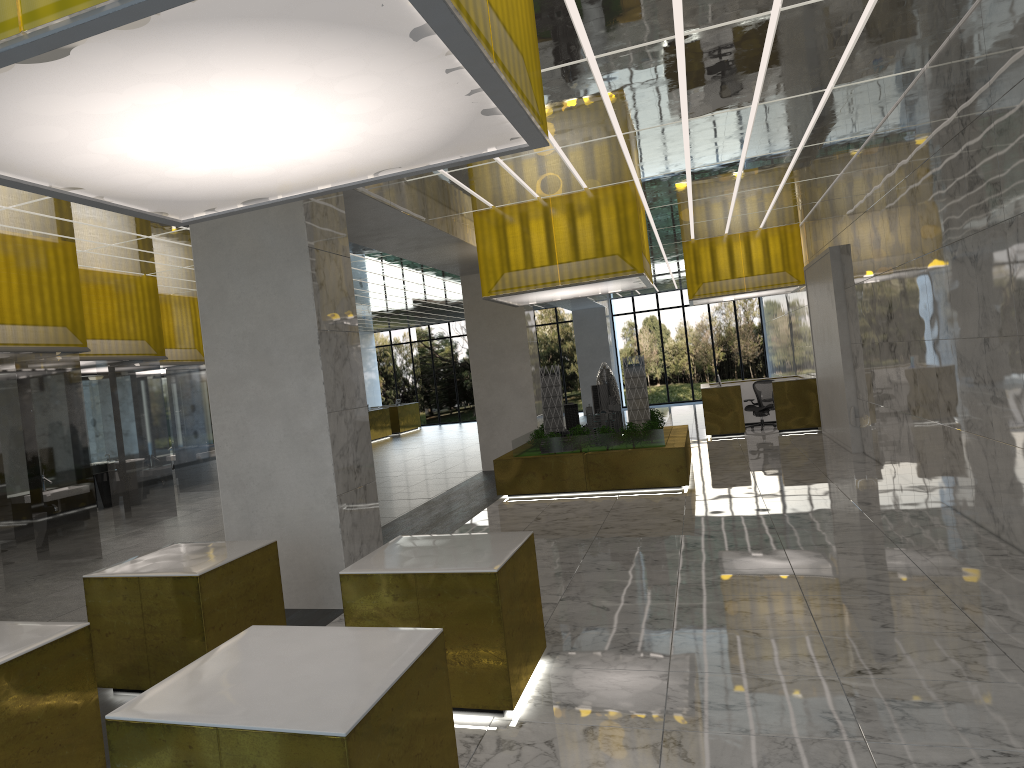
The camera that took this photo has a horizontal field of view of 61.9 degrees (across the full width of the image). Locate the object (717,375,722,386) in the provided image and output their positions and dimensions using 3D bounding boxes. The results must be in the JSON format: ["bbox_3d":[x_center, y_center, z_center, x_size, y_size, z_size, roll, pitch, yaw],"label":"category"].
[{"bbox_3d":[6.650,0.031,26.725,0.564,0.667,0.735,-6,1,16],"label":"object"}]

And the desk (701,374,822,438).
[{"bbox_3d":[7.573,0.657,26.350,3.299,1.508,3.412,-6,1,17],"label":"desk"}]

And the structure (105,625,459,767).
[{"bbox_3d":[-1.133,2.112,4.598,1.400,1.173,1.414,-6,1,18],"label":"structure"}]

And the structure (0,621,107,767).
[{"bbox_3d":[-3.759,2.389,5.712,1.400,1.173,1.414,-6,1,18],"label":"structure"}]

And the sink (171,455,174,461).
[{"bbox_3d":[-11.418,2.426,29.645,0.895,1.053,1.361,-6,1,16],"label":"sink"}]

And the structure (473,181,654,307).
[{"bbox_3d":[1.156,-3.057,18.155,3.340,2.269,3.177,-6,1,18],"label":"structure"}]

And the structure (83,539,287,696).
[{"bbox_3d":[-3.163,2.285,8.417,1.400,1.173,1.414,-6,1,18],"label":"structure"}]

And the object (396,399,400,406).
[{"bbox_3d":[-6.337,1.196,46.940,0.564,0.667,0.736,-6,1,16],"label":"object"}]

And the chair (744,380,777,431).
[{"bbox_3d":[7.665,0.644,26.160,1.196,1.493,0.965,-6,0,42],"label":"chair"}]

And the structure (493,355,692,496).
[{"bbox_3d":[1.916,0.752,19.363,3.965,2.571,5.049,-6,1,16],"label":"structure"}]

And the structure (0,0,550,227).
[{"bbox_3d":[-1.749,-2.549,4.979,3.339,2.269,3.177,-6,1,18],"label":"structure"}]

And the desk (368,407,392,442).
[{"bbox_3d":[-8.115,2.177,42.699,3.299,1.508,3.412,-6,1,17],"label":"desk"}]

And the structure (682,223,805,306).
[{"bbox_3d":[7.022,-3.825,26.372,3.340,2.269,3.053,-6,1,18],"label":"structure"}]

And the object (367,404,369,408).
[{"bbox_3d":[-7.356,1.374,42.320,0.564,0.667,0.735,-6,1,16],"label":"object"}]

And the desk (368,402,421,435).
[{"bbox_3d":[-7.106,2.000,47.278,3.299,1.508,3.412,-6,1,17],"label":"desk"}]

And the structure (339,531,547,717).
[{"bbox_3d":[-0.535,2.008,7.309,1.400,1.173,1.414,-6,1,18],"label":"structure"}]
